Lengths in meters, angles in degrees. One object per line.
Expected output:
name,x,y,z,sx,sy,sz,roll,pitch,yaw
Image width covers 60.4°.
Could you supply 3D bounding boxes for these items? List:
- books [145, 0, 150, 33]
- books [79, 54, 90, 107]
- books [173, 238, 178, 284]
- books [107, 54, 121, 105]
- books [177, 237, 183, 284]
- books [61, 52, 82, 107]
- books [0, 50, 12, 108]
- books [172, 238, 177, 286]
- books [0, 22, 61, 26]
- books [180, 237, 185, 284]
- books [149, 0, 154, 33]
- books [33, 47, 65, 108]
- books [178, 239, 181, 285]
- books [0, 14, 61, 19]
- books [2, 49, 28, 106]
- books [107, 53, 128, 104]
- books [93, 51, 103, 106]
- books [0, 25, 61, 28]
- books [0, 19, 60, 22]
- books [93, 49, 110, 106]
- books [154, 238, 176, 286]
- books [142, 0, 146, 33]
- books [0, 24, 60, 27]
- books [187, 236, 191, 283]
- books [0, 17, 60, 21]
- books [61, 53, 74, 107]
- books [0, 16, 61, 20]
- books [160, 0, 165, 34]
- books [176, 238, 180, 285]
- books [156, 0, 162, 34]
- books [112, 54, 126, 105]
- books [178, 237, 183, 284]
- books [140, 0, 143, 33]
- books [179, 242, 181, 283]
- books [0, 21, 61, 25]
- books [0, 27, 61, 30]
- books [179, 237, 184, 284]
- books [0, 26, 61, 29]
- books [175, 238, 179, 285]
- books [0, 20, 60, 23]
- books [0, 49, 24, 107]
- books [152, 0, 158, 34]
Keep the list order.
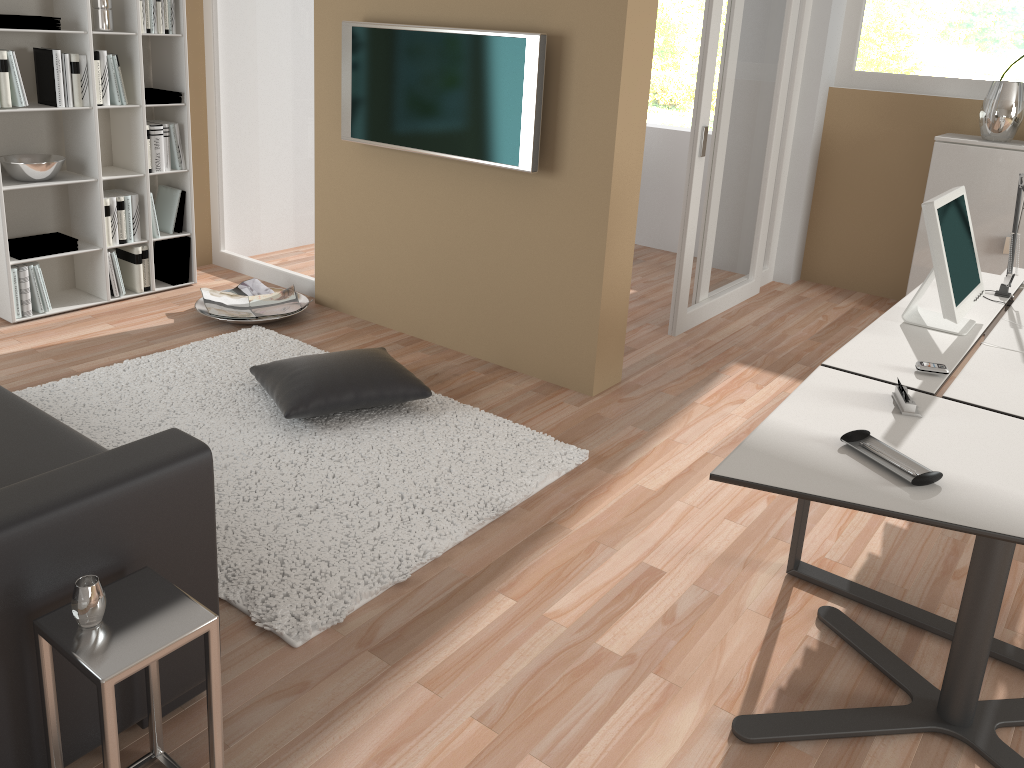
books,-1.975,-1.987,4.637,0.211,0.250,0.021,17,21,35
books,-2.219,-1.545,4.465,0.211,0.243,0.041,17,21,35
books,-2.001,-0.724,5.086,0.217,0.262,0.032,17,21,35
books,-2.126,-1.595,4.594,0.211,0.251,0.061,17,21,35
books,-1.982,-0.731,5.105,0.222,0.265,0.032,17,21,35
books,-2.238,-1.534,4.427,0.211,0.250,0.041,17,21,35
books,-2.440,-1.447,4.158,0.211,0.250,0.041,17,21,35
books,-2.001,-0.719,5.079,0.215,0.260,0.032,17,21,35
books,-2.359,-1.726,4.209,0.213,0.006,0.304,18,26,32
books,-1.971,-0.733,5.118,0.215,0.260,0.032,17,21,35
books,-1.964,-1.993,4.654,0.211,0.250,0.021,17,21,35
books,-2.292,-1.520,4.363,0.211,0.266,0.041,17,21,35
books,-1.988,-0.726,5.097,0.214,0.260,0.032,17,21,35
books,-2.355,-1.757,4.203,0.213,0.006,0.304,18,26,32
books,-2.407,-1.471,4.222,0.211,0.249,0.059,17,21,35
books,-2.110,-1.610,4.635,0.211,0.249,0.059,17,21,35
books,-2.185,-1.575,4.519,0.211,0.263,0.054,17,21,35
books,-2.360,-1.716,4.211,0.213,0.006,0.304,18,26,32
books,-2.361,-1.742,4.206,0.214,0.007,0.304,18,26,32
books,-2.158,-1.590,4.556,0.211,0.266,0.041,17,21,35
books,-2.005,-0.718,5.076,0.214,0.260,0.032,17,21,35
books,-1.990,-1.981,4.622,0.211,0.250,0.021,17,21,35
books,-2.361,-1.720,4.208,0.213,0.006,0.304,18,26,31
books,-1.949,-0.745,5.149,0.214,0.260,0.032,17,21,35
books,-2.361,-1.747,4.204,0.214,0.007,0.304,18,26,32
books,-2.268,-1.524,4.398,0.211,0.250,0.041,17,21,35
books,-2.355,-1.752,4.202,0.213,0.007,0.304,18,26,32
books,-1.926,-2.011,4.705,0.211,0.250,0.021,17,21,35
books,-1.990,-0.726,5.092,0.220,0.263,0.032,17,21,35
books,-1.933,-2.003,4.685,0.211,0.250,0.021,17,21,35
books,-2.107,-1.599,4.613,0.211,0.249,0.059,17,21,35
books,-1.978,-0.731,5.110,0.214,0.260,0.032,17,21,35
books,-1.997,-1.974,4.602,0.211,0.250,0.021,17,21,35
books,-1.985,-0.727,5.102,0.214,0.260,0.032,17,21,35
books,-2.359,-1.731,4.208,0.213,0.006,0.304,18,26,32
books,-2.361,-1.705,4.213,0.213,0.007,0.304,18,26,32
books,-1.975,-0.732,5.115,0.214,0.260,0.032,17,21,35
books,-2.361,-1.710,4.213,0.213,0.006,0.304,18,26,32
books,-1.998,-0.725,5.090,0.217,0.262,0.032,17,21,35
books,-2.358,-1.736,4.204,0.214,0.006,0.303,19,27,34
books,-2.413,-1.462,4.198,0.211,0.251,0.061,17,21,35
books,-1.951,-1.999,4.671,0.211,0.250,0.021,17,21,35
